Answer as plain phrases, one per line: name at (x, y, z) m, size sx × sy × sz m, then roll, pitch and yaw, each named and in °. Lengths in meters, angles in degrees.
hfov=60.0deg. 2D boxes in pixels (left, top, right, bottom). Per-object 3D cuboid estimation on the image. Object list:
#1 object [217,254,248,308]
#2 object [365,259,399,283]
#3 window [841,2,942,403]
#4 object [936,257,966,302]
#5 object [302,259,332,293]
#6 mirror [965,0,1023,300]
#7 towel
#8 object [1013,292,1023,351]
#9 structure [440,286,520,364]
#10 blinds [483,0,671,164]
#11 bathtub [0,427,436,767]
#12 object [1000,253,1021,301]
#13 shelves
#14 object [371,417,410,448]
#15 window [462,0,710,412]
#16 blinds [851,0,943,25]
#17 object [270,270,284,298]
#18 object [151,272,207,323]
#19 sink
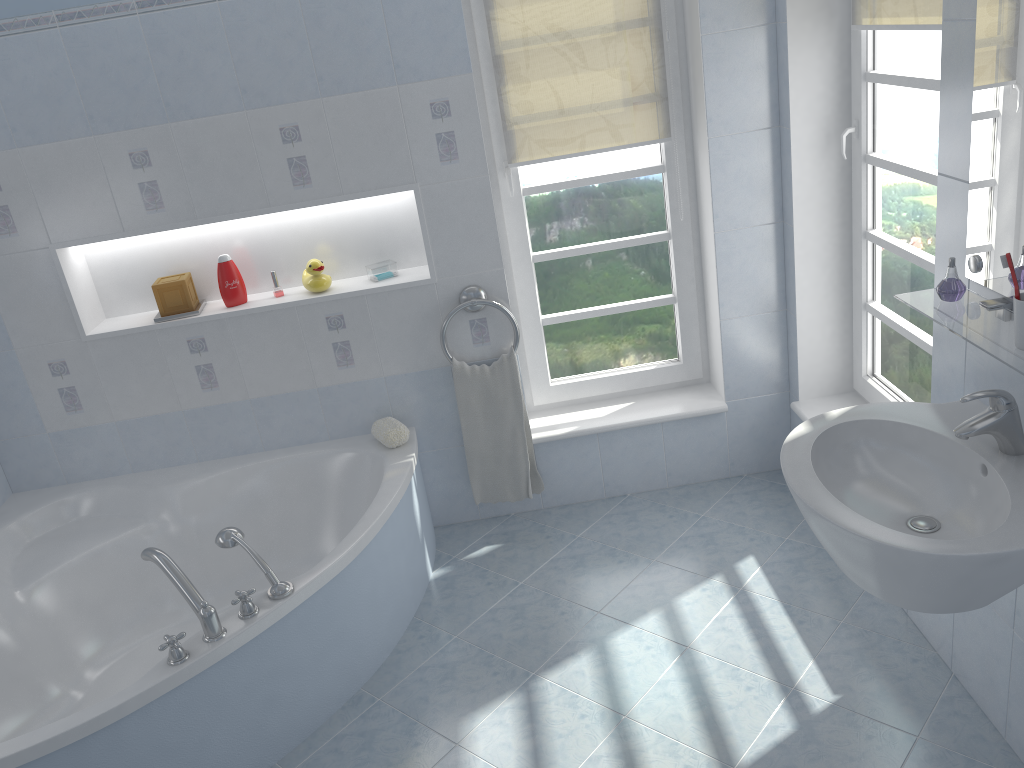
object at (-1.016, -0.374, 3.196) m, size 0.092 × 0.190 × 0.044 m, roll -20°, pitch 24°, yaw -24°
object at (-0.476, -0.415, 3.257) m, size 0.102 × 0.053 × 0.072 m, roll -19°, pitch 24°, yaw -23°
window at (1.163, -0.735, 2.496) m, size 0.142 × 2.067 × 0.963 m, roll -9°, pitch 22°, yaw 0°
object at (0.947, -0.226, 1.912) m, size 0.059 × 0.094 × 0.059 m, roll -21°, pitch 25°, yaw -26°
object at (-0.713, -0.395, 3.214) m, size 0.095 × 0.122 × 0.132 m, roll -24°, pitch 27°, yaw -33°
mirror at (0.993, -0.438, 1.591) m, size 0.012 × 0.680 × 0.620 m, roll -9°, pitch 22°, yaw 0°
towel at (-0.054, 0.168, 3.347) m, size 0.280 × 0.635 × 0.083 m, roll -9°, pitch 22°, yaw 0°
object at (0.950, -0.112, 1.627) m, size 0.058 × 0.100 × 0.058 m, roll -7°, pitch 22°, yaw 6°
structure at (-0.120, -0.192, 3.221) m, size 0.291 × 0.332 × 0.051 m, roll -9°, pitch 22°, yaw 0°
blinds at (0.206, -1.293, 2.992) m, size 0.598 × 1.032 × 0.046 m, roll -9°, pitch 22°, yaw 0°
bathtub at (-1.077, 0.699, 2.712) m, size 1.596 × 0.670 × 1.578 m, roll -9°, pitch 22°, yaw 0°
object at (0.920, -0.154, 1.629) m, size 0.050 × 0.178 × 0.012 m, roll 8°, pitch 28°, yaw 36°
shelves at (0.971, -0.085, 1.730) m, size 0.170 × 0.045 × 0.620 m, roll -9°, pitch 22°, yaw 0°
object at (-0.448, 0.177, 3.265) m, size 0.105 × 0.077 × 0.165 m, roll -21°, pitch 25°, yaw -26°
window at (0.278, -0.888, 3.223) m, size 0.758 × 2.067 × 0.142 m, roll -9°, pitch 22°, yaw 0°
blinds at (1.013, -1.291, 2.266) m, size 0.046 × 0.732 × 0.800 m, roll -9°, pitch 22°, yaw 0°
object at (-0.861, -0.366, 3.236) m, size 0.030 × 0.096 × 0.030 m, roll -21°, pitch 25°, yaw -26°
object at (-1.220, -0.321, 3.223) m, size 0.160 × 0.130 × 0.160 m, roll -12°, pitch 22°, yaw -5°
sink at (0.852, 0.260, 1.858) m, size 0.533 × 0.489 × 0.634 m, roll -9°, pitch 22°, yaw 0°
